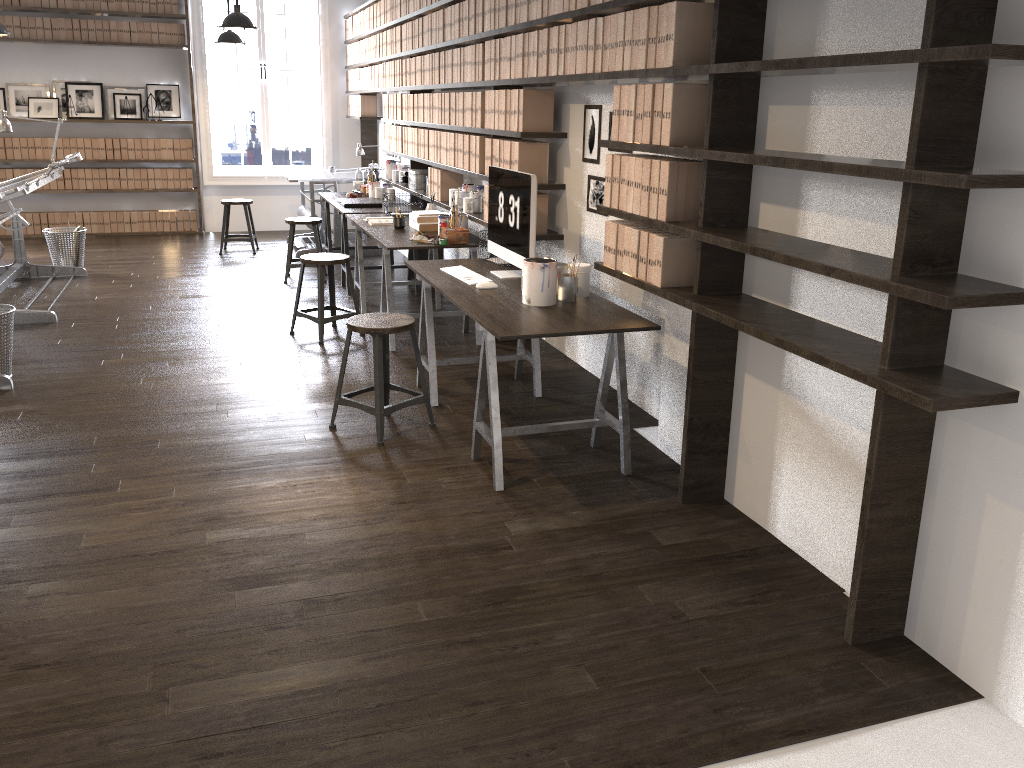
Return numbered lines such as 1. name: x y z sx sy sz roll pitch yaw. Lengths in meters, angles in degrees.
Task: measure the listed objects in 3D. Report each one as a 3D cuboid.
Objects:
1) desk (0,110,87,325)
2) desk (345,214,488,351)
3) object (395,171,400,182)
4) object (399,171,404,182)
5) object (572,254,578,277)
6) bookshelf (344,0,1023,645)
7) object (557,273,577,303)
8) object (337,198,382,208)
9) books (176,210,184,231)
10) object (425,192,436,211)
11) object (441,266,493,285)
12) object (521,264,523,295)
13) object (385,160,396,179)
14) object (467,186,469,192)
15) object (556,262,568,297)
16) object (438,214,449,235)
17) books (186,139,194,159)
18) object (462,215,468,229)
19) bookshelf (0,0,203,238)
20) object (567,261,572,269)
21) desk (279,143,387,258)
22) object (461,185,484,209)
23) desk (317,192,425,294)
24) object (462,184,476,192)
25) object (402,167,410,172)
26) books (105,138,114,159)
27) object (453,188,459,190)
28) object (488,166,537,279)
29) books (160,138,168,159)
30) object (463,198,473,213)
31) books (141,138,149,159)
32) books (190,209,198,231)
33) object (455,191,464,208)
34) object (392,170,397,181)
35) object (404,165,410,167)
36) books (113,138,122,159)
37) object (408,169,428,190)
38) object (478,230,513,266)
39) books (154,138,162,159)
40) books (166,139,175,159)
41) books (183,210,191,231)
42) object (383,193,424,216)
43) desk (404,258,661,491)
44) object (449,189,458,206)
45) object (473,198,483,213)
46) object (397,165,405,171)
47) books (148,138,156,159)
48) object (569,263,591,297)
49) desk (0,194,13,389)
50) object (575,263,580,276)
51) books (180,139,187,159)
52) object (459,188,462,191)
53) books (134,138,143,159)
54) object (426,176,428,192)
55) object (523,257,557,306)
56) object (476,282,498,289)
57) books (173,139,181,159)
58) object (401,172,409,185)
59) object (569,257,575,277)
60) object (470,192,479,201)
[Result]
1. desk: -3.808 -1.328 6.578 1.077 1.368 2.308 -4 17 -18
2. desk: -0.693 -0.747 6.128 0.656 0.661 1.689 -4 18 -18
3. object: -1.033 -1.893 8.077 0.063 0.092 0.063 -9 18 -32
4. object: -0.992 -1.877 8.026 0.062 0.093 0.062 -9 18 -32
5. object: 0.264 -0.463 3.845 0.045 0.202 0.007 -10 19 -37
6. bookshelf: -0.299 -1.364 6.303 0.374 3.165 9.292 -4 18 -18
7. object: 0.239 -0.411 3.831 0.083 0.121 0.083 -13 21 -42
8. object: -1.272 -1.508 7.368 0.312 0.033 0.451 -5 18 -18
9. books: -3.822 -1.885 10.202 0.067 0.223 0.177 -4 16 -18
10. object: -0.586 -1.283 6.404 0.102 0.206 0.102 9 17 25
11. object: -0.228 -0.535 4.352 0.119 0.017 0.444 -6 19 -22
12. object: 0.092 -0.465 3.940 0.094 0.143 0.096 3 16 7
13. object: -1.139 -2.013 8.320 0.108 0.174 0.108 -4 16 -17
14. object: -0.293 -1.286 6.058 0.036 0.147 0.005 2 15 4
15. object: 0.199 -0.464 3.947 0.096 0.141 0.098 1 16 -2
16. object: -0.416 -1.003 5.630 0.104 0.140 0.106 -2 16 -11
17. books: -3.655 -2.665 10.049 0.067 0.223 0.177 -4 16 -18
18. object: -0.330 -1.020 5.709 0.094 0.126 0.096 -5 17 -22
19. bookshelf: -4.760 -2.777 9.679 2.476 3.676 0.417 -4 16 -18
20. object: 0.211 -0.500 4.071 0.092 0.140 0.097 -11 20 -38
21. desk: -1.805 -1.946 9.175 1.072 1.084 1.284 -4 17 -18
22. object: -0.248 -1.266 6.027 0.205 0.160 0.095 -4 16 -17
23. desk: -1.258 -1.263 7.743 0.656 0.661 1.689 -4 18 -18
24. object: -0.300 -1.303 6.141 0.094 0.160 0.096 -5 17 -22
25. object: -0.968 -1.937 8.179 0.094 0.126 0.096 4 16 11
26. books: -4.444 -2.602 9.794 0.067 0.222 0.177 -4 16 -18
27. object: -0.385 -1.317 6.237 0.063 0.116 0.063 7 16 21
28. object: 0.022 -0.789 4.354 0.204 0.511 0.651 -4 17 -18
29. books: -3.913 -2.644 9.967 0.067 0.222 0.177 -4 16 -18
30. object: -0.288 -1.174 5.815 0.062 0.094 0.062 5 16 12
31. books: -4.101 -2.630 9.907 0.067 0.223 0.177 -4 16 -18
32. books: -3.681 -1.897 10.252 0.067 0.222 0.177 -4 16 -18
33. object: -0.359 -1.256 6.041 0.062 0.118 0.062 13 19 38
34. object: -1.069 -1.912 8.135 0.062 0.093 0.062 -9 18 -32
35. object: -0.995 -1.992 8.319 0.072 0.127 0.072 9 17 27
36. books: -4.372 -2.606 9.812 0.067 0.223 0.177 -4 16 -18
37. object: -0.757 -1.715 7.426 0.193 0.150 0.321 -4 18 -19
38. object: -0.039 -0.730 4.746 0.204 0.159 0.287 -7 18 -26
39. books: -3.973 -2.640 9.948 0.067 0.222 0.177 -4 16 -18
40. books: -3.850 -2.649 9.986 0.067 0.223 0.177 -4 16 -18
41. books: -3.754 -1.892 10.230 0.067 0.222 0.177 -4 16 -18
42. object: -0.822 -1.359 6.711 0.284 0.159 0.206 -4 17 -18
43. desk: -0.008 -0.122 4.168 0.656 0.661 1.689 -4 18 -18
44. object: -0.409 -1.298 6.173 0.062 0.118 0.062 10 18 30
45. object: -0.225 -1.166 5.795 0.062 0.093 0.064 5 16 12
46. object: -1.035 -1.972 8.253 0.070 0.129 0.071 6 16 18
47. books: -4.035 -2.633 9.923 0.067 0.223 0.177 -4 16 -18
48. object: 0.302 -0.461 3.942 0.094 0.143 0.096 1 16 -2
49. desk: -2.735 -0.349 3.509 1.077 1.369 2.095 -4 17 -18
50. object: 0.269 -0.444 3.823 0.054 0.155 0.007 -9 18 -34
51. books: -3.719 -2.662 10.035 0.067 0.223 0.176 -4 16 -18
52. object: -0.350 -1.303 6.192 0.044 0.126 0.045 -4 16 -18
53. books: -4.168 -2.624 9.885 0.067 0.223 0.176 -4 16 -18
54. object: -0.626 -1.663 7.069 0.157 0.268 0.183 -9 19 -33
55. object: 0.119 -0.432 3.770 0.145 0.193 0.146 16 21 41
56. object: -0.115 -0.453 4.070 0.106 0.028 0.059 -6 18 -21
57. books: -3.784 -2.656 10.011 0.067 0.223 0.177 -4 16 -18
58. object: -0.934 -1.820 7.820 0.091 0.107 0.173 -4 17 -18
59. object: 0.250 -0.463 3.843 0.055 0.178 0.007 -10 18 -36
60. object: -0.256 -1.227 5.955 0.062 0.118 0.062 13 19 38
